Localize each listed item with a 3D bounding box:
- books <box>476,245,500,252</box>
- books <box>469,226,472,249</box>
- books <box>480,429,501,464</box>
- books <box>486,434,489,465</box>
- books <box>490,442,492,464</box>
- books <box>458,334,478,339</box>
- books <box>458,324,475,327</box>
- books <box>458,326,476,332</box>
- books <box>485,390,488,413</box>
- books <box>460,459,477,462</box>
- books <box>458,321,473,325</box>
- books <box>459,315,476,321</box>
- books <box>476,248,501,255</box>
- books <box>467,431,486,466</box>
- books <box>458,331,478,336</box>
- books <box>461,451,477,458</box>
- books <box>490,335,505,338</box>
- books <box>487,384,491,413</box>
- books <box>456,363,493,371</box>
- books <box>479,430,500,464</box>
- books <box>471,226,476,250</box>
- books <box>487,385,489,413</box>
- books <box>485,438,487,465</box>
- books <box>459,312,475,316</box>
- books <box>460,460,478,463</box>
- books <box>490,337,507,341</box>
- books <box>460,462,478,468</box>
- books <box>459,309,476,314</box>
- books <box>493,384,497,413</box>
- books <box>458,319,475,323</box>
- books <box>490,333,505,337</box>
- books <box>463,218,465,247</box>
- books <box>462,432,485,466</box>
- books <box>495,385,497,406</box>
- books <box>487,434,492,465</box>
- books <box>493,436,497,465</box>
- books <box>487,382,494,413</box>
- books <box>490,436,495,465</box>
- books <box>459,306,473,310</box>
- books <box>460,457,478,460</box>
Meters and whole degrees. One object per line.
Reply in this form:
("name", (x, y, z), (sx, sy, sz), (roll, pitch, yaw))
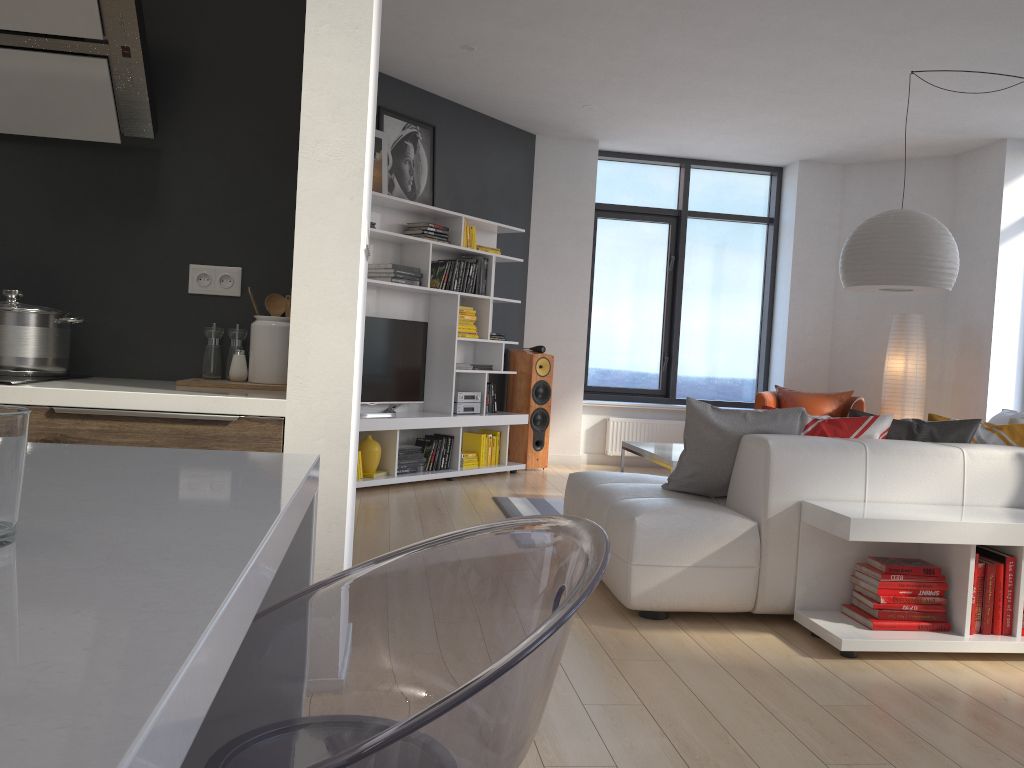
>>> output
("books", (-0.256, -1.106, 7.265), (0.203, 0.024, 0.257), (5, 2, 40))
("books", (-0.375, -1.155, 7.014), (0.128, 0.178, 0.044), (5, 2, 37))
("books", (-0.186, 0.523, 7.414), (0.213, 0.270, 0.025), (5, 2, 37))
("books", (-0.272, 0.532, 7.275), (0.180, 0.251, 0.019), (5, 2, 37))
("books", (-0.239, 0.538, 7.320), (0.169, 0.239, 0.023), (5, 2, 37))
("books", (-0.428, -0.386, 7.128), (0.194, 0.028, 0.257), (5, 2, 42))
("books", (-0.447, -0.474, 7.137), (0.189, 0.014, 0.251), (5, 2, 40))
("books", (-0.436, -0.445, 7.132), (0.189, 0.042, 0.243), (5, 2, 37))
("books", (-0.281, 0.117, 7.345), (0.189, 0.240, 0.053), (5, 2, 37))
("books", (-0.375, 0.604, 7.108), (0.113, 0.018, 0.169), (5, 2, 38))
("books", (-0.436, -0.491, 7.118), (0.145, 0.023, 0.217), (5, 2, 41))
("books", (-0.432, -0.537, 7.143), (0.176, 0.033, 0.239), (5, 2, 40))
("books", (-0.249, -1.080, 7.263), (0.194, 0.028, 0.257), (5, 2, 42))
("books", (-0.298, 0.527, 7.245), (0.199, 0.263, 0.015), (5, 2, 37))
("books", (-0.435, -0.412, 7.129), (0.203, 0.024, 0.257), (5, 2, 40))
("books", (-0.393, 0.567, 7.125), (0.138, 0.026, 0.186), (5, 2, 37))
("books", (-0.177, -0.396, 7.395), (0.142, 0.015, 0.198), (5, 2, 35))
("books", (-0.242, 0.116, 7.373), (0.169, 0.242, 0.050), (5, 2, 36))
("books", (-0.341, -0.143, 7.276), (0.250, 0.047, 0.310), (5, 2, 32))
("books", (-0.195, 0.524, 7.387), (0.204, 0.270, 0.029), (5, 2, 37))
("books", (-0.352, -1.157, 7.050), (0.141, 0.184, 0.064), (5, 2, 38))
("books", (-0.261, 0.119, 7.360), (0.170, 0.236, 0.049), (5, 2, 37))
("books", (-0.271, 0.546, 7.248), (0.156, 0.229, 0.024), (5, 2, 37))
("books", (-0.436, -0.565, 7.138), (0.227, 0.022, 0.160), (2, 2, -38))
("books", (-0.388, 0.617, 7.124), (0.148, 0.011, 0.196), (5, 2, 37))
("books", (-0.175, -0.377, 7.395), (0.161, 0.023, 0.213), (5, 2, 40))
("books", (-0.387, 0.640, 7.122), (0.147, 0.033, 0.190), (5, 2, 37))
("books", (-0.427, -0.588, 7.142), (0.163, 0.023, 0.223), (5, 2, 41))
("books", (-0.209, 0.116, 7.422), (0.177, 0.242, 0.066), (5, 2, 37))
("books", (-0.442, -0.512, 7.137), (0.171, 0.019, 0.239), (5, 2, 37))
("books", (-0.186, -0.416, 7.405), (0.161, 0.023, 0.213), (5, 2, 40))
("books", (-0.437, -1.181, 6.931), (0.161, 0.229, 0.041), (5, 2, 36))
("books", (-0.315, 0.529, 7.219), (0.198, 0.255, 0.044), (5, 2, 37))
("books", (-0.215, 0.118, 7.468), (0.179, 0.233, 0.077), (5, 2, 37))
("books", (-0.255, 0.533, 7.295), (0.185, 0.250, 0.035), (5, 2, 37))
("books", (-0.209, 0.541, 7.361), (0.172, 0.234, 0.024), (5, 2, 37))
("books", (-0.233, 0.110, 7.403), (0.193, 0.255, 0.066), (5, 2, 36))
("books", (-0.222, 0.541, 7.338), (0.172, 0.234, 0.024), (5, 2, 37))
("books", (-0.449, -0.613, 7.147), (0.163, 0.023, 0.223), (5, 2, 41))
("books", (-0.382, 0.588, 7.121), (0.134, 0.014, 0.187), (5, 2, 37))
